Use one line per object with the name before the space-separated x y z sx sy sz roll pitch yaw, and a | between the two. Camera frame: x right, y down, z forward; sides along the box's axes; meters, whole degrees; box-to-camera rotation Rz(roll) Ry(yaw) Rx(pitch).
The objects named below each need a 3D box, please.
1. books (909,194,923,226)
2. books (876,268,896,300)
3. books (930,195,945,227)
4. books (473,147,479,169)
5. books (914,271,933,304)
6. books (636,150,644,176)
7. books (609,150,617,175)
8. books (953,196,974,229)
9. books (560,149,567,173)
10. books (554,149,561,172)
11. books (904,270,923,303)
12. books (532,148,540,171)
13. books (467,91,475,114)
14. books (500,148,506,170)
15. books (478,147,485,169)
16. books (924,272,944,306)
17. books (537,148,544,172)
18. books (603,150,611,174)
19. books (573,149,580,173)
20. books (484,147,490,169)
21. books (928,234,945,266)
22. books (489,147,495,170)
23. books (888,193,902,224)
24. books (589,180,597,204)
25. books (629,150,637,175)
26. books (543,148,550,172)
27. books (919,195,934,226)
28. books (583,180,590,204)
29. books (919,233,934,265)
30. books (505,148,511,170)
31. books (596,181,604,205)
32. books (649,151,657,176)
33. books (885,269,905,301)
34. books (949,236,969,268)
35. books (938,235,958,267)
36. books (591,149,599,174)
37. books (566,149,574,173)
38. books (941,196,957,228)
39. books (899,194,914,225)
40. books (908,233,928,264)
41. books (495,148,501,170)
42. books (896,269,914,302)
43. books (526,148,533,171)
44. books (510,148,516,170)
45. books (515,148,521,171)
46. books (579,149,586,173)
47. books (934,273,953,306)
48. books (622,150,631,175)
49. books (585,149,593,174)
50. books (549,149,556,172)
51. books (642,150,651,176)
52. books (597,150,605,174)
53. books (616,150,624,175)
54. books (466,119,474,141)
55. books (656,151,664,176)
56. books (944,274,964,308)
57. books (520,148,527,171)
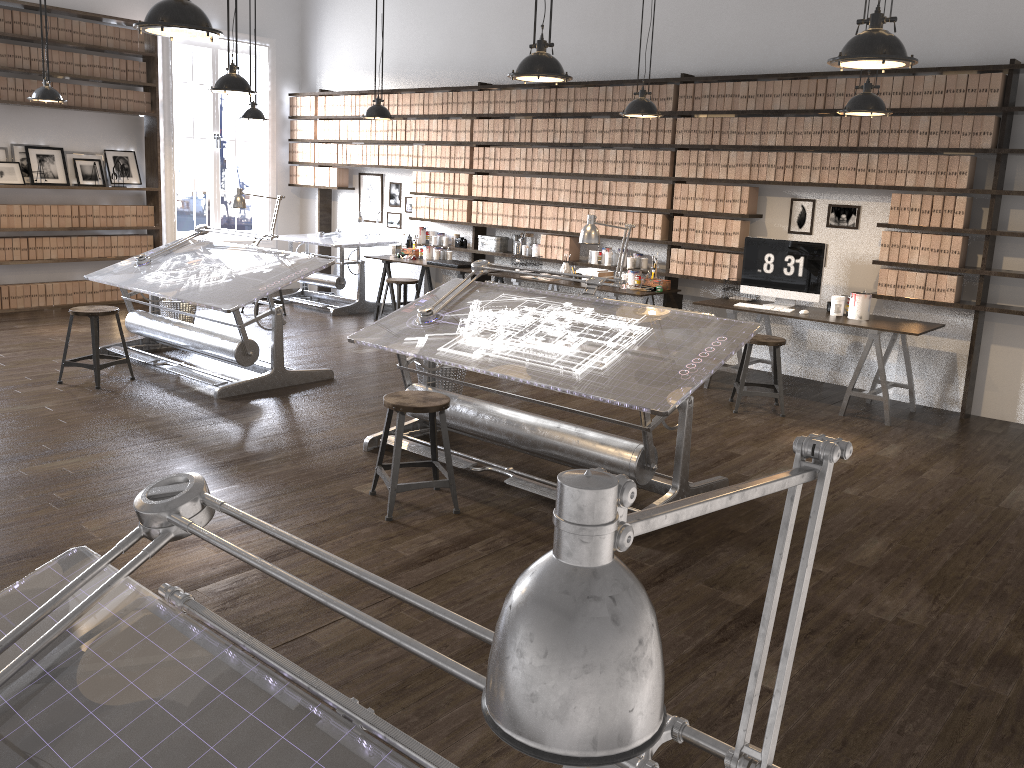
books | 2.943 -1.257 6.408 0.067 0.223 0.175 11 14 39
books | 2.796 -0.750 6.612 0.067 0.223 0.175 11 14 39
books | 3.053 -1.230 6.315 0.067 0.224 0.175 11 14 39
books | -0.311 -2.308 9.077 0.067 0.223 0.175 11 14 39
books | 2.993 -0.701 6.442 0.067 0.224 0.175 11 14 39
books | 1.175 -1.949 7.839 0.067 0.223 0.175 11 14 39
books | 0.960 -2.001 8.017 0.067 0.223 0.175 11 14 39
books | 3.169 -1.203 6.222 0.067 0.223 0.175 11 14 39
books | 0.537 -2.104 8.373 0.067 0.223 0.175 11 14 39
books | 0.486 -2.115 8.412 0.067 0.223 0.175 11 14 39
books | 2.944 -0.713 6.486 0.067 0.223 0.175 11 14 39
books | 0.276 -2.167 8.590 0.067 0.223 0.175 11 14 39
books | -0.373 -2.864 9.042 0.067 0.223 0.175 11 14 39
books | -0.036 -2.241 8.848 0.067 0.223 0.175 11 14 39
books | -0.258 -2.293 9.026 0.067 0.224 0.175 11 14 39
books | 3.049 -0.688 6.401 0.067 0.223 0.175 11 14 39
books | 0.327 -2.153 8.543 0.067 0.223 0.175 11 14 39
books | 0.913 -2.013 8.058 0.067 0.223 0.175 11 14 39
books | 0.650 -2.076 8.279 0.067 0.223 0.175 11 14 39
books | -0.198 -2.280 8.983 0.067 0.223 0.175 11 14 39
books | 3.058 -0.957 6.348 0.067 0.224 0.175 11 14 39
books | -0.147 -2.267 8.934 0.067 0.223 0.175 11 14 39
books | 2.838 -1.283 6.500 0.067 0.223 0.175 11 14 39
books | 0.794 -1.767 8.191 0.067 0.224 0.175 11 14 39
books | 1.124 -1.963 7.886 0.067 0.223 0.175 11 14 39
books | 0.380 -2.139 8.495 0.067 0.223 0.175 11 14 39
books | 3.000 -1.244 6.366 0.067 0.223 0.175 11 14 39
books | 0.741 -1.782 8.242 0.067 0.223 0.175 11 14 39
books | 3.007 -0.970 6.390 0.067 0.223 0.175 11 14 39
books | 0.011 -2.228 8.801 0.067 0.224 0.175 11 14 39
books | 0.855 -1.754 8.148 0.067 0.223 0.175 11 14 39
books | 1.278 -1.923 7.749 0.067 0.224 0.175 11 14 39
books | 2.843 -0.736 6.565 0.067 0.224 0.175 11 14 39
books | 3.163 -0.934 6.268 0.067 0.223 0.175 11 14 39
books | 3.108 -0.947 6.311 0.067 0.223 0.175 11 14 39
books | 0.812 -2.037 8.144 0.067 0.223 0.175 11 14 39
books | 0.590 -2.089 8.322 0.067 0.224 0.175 11 14 39
books | 3.113 -1.217 6.272 0.067 0.223 0.175 11 14 39
books | 2.892 -1.270 6.455 0.067 0.223 0.175 11 14 39
books | 2.954 -0.983 6.438 0.067 0.223 0.175 11 14 39
books | -0.090 -2.254 8.893 0.067 0.223 0.175 11 14 39
books | 2.897 -0.725 6.527 0.067 0.223 0.175 11 14 39
books | 0.222 -2.179 8.633 0.067 0.223 0.175 11 14 39
books | 0.065 -2.217 8.762 0.067 0.223 0.175 11 14 39
books | 0.112 -2.205 8.721 0.067 0.223 0.175 11 14 39
books | 0.702 -2.063 8.230 0.067 0.223 0.175 11 14 39
books | 3.103 -0.676 6.358 0.067 0.223 0.175 11 14 39
books | 1.070 -1.975 7.928 0.067 0.223 0.175 11 14 39
books | 0.758 -2.050 8.189 0.067 0.223 0.175 11 14 39
books | 0.435 -2.126 8.449 0.067 0.224 0.175 11 14 39
books | 1.228 -1.935 7.791 0.067 0.223 0.175 11 14 39
books | 0.859 -2.024 8.097 0.067 0.224 0.175 11 14 39
books | 1.014 -1.987 7.970 0.067 0.224 0.175 11 14 39
books | -0.390 -2.596 9.097 0.067 0.224 0.175 11 14 39
books | 1.329 -1.912 7.712 0.067 0.223 0.175 11 14 39
books | 3.148 -0.663 6.312 0.067 0.224 0.175 11 14 39
books | 0.166 -2.191 8.674 0.067 0.224 0.175 11 14 39
